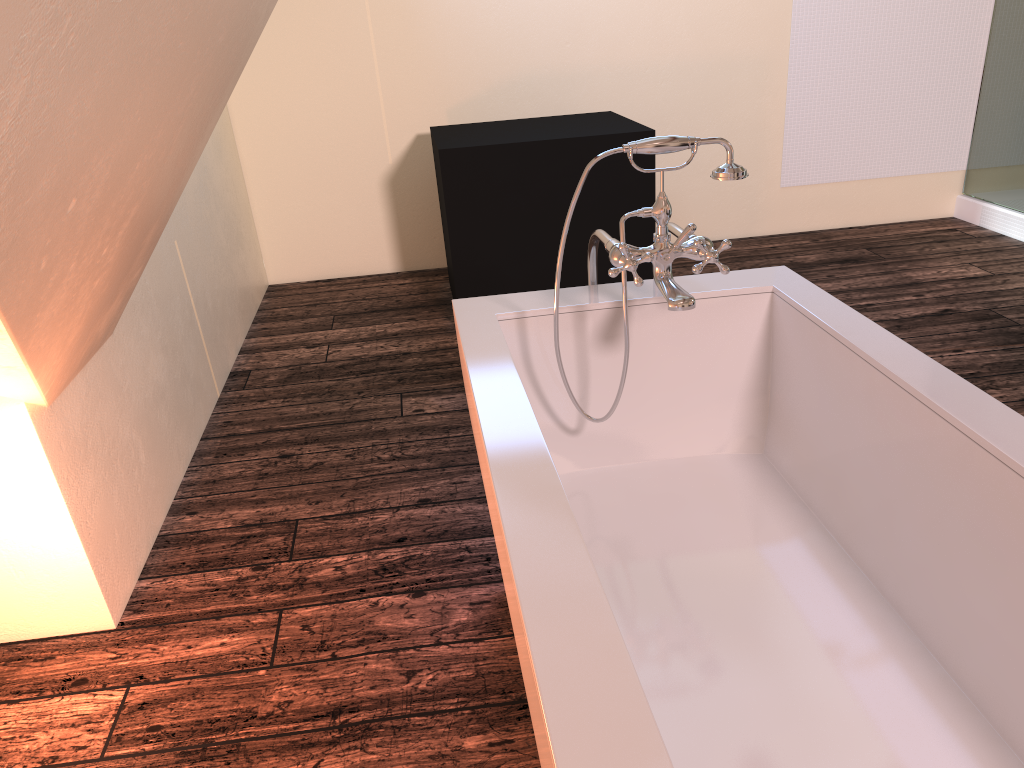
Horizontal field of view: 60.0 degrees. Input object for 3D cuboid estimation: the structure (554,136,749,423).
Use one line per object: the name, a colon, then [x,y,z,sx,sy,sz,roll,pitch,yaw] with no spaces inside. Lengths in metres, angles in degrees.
structure: [0.311,-0.060,2.020,0.384,1.138,0.545,-1,27,9]

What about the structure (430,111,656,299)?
structure: [0.125,-0.846,4.049,0.869,0.874,0.788,-7,26,-4]

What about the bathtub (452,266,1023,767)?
bathtub: [0.419,0.502,1.257,0.798,0.705,2.182,-7,26,-5]
